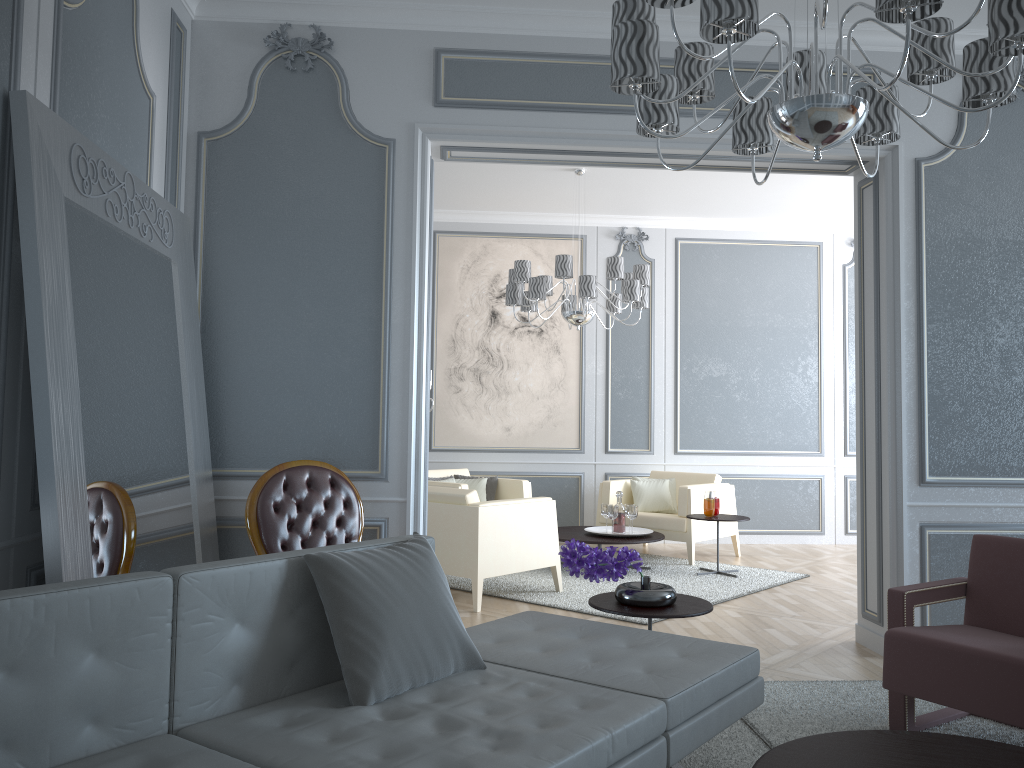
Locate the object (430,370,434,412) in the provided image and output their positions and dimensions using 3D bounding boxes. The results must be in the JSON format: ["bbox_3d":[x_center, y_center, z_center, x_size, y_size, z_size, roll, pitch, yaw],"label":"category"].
[{"bbox_3d":[-0.921,0.579,6.786,0.446,1.387,0.446,-2,-5,41],"label":"object"}]

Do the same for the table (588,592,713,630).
[{"bbox_3d":[0.461,0.924,2.964,0.414,0.385,0.414,2,-3,-16],"label":"table"}]

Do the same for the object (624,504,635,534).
[{"bbox_3d":[0.810,0.928,6.107,0.080,0.196,0.080,2,-4,-21],"label":"object"}]

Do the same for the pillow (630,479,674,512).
[{"bbox_3d":[1.077,0.861,6.827,0.312,0.245,0.163,1,-3,-10],"label":"pillow"}]

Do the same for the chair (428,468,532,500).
[{"bbox_3d":[-0.361,0.964,6.654,0.737,0.621,0.854,-2,-4,41],"label":"chair"}]

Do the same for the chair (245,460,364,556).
[{"bbox_3d":[-0.645,0.704,3.253,0.572,0.829,0.575,4,-4,-44],"label":"chair"}]

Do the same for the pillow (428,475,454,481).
[{"bbox_3d":[-0.519,0.830,6.647,0.184,0.276,0.351,-2,-4,42],"label":"pillow"}]

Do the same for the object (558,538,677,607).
[{"bbox_3d":[0.359,0.617,2.916,0.425,0.221,0.206,3,-4,-34],"label":"object"}]

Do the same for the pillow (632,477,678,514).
[{"bbox_3d":[1.113,0.866,6.907,0.351,0.276,0.184,1,-3,2],"label":"pillow"}]

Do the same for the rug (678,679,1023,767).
[{"bbox_3d":[0.855,1.075,1.798,2.018,0.010,3.201,1,-3,-4],"label":"rug"}]

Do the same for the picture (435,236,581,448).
[{"bbox_3d":[-0.027,-0.351,7.412,1.199,1.753,0.001,1,-4,-4],"label":"picture"}]

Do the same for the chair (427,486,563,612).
[{"bbox_3d":[-0.258,0.902,5.188,0.855,0.621,0.736,-2,-4,41],"label":"chair"}]

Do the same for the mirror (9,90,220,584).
[{"bbox_3d":[-1.177,0.201,2.836,0.251,1.794,1.399,1,-3,-4],"label":"mirror"}]

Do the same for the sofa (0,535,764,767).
[{"bbox_3d":[-0.265,0.721,1.832,0.810,0.668,2.202,-1,-3,36],"label":"sofa"}]

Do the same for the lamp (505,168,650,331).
[{"bbox_3d":[0.456,-0.925,6.116,0.976,1.121,0.975,2,-3,-16],"label":"lamp"}]

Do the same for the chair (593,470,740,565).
[{"bbox_3d":[1.178,0.992,6.761,0.855,0.621,0.736,-2,-4,41],"label":"chair"}]

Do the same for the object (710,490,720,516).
[{"bbox_3d":[1.362,0.803,5.977,0.075,0.166,0.075,4,-5,-45],"label":"object"}]

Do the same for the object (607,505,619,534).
[{"bbox_3d":[0.680,0.921,5.992,0.080,0.196,0.080,1,-3,-1],"label":"object"}]

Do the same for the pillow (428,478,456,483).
[{"bbox_3d":[-0.481,0.827,6.567,0.163,0.245,0.311,-1,-3,30],"label":"pillow"}]

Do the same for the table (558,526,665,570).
[{"bbox_3d":[0.602,1.145,6.090,0.882,0.239,0.881,1,-3,-7],"label":"table"}]

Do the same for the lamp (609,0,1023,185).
[{"bbox_3d":[0.736,-1.094,2.163,0.976,1.121,0.975,2,-3,-16],"label":"lamp"}]

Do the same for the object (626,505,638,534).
[{"bbox_3d":[0.817,0.924,6.023,0.080,0.196,0.080,2,-4,-21],"label":"object"}]

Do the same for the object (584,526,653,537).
[{"bbox_3d":[0.728,1.011,6.050,0.468,0.028,0.467,0,-3,9],"label":"object"}]

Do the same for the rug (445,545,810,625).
[{"bbox_3d":[0.564,1.246,5.783,1.999,0.010,1.999,-1,-3,41],"label":"rug"}]

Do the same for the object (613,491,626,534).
[{"bbox_3d":[0.734,0.878,6.070,0.086,0.290,0.086,0,-4,17],"label":"object"}]

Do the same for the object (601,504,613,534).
[{"bbox_3d":[0.650,0.924,6.086,0.080,0.196,0.080,2,-4,-21],"label":"object"}]

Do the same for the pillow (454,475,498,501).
[{"bbox_3d":[-0.295,0.840,6.805,0.351,0.276,0.184,0,-3,12],"label":"pillow"}]

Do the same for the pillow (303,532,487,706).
[{"bbox_3d":[-0.273,0.561,2.125,0.253,0.354,0.422,-1,-4,33],"label":"pillow"}]

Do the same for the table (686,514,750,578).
[{"bbox_3d":[1.366,1.074,5.880,0.414,0.385,0.414,-2,-4,43],"label":"table"}]

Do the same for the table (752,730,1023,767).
[{"bbox_3d":[0.927,0.960,1.766,0.882,0.239,0.881,0,-3,13],"label":"table"}]

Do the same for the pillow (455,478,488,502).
[{"bbox_3d":[-0.344,0.836,6.732,0.312,0.245,0.163,1,-3,0],"label":"pillow"}]

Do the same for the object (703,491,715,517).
[{"bbox_3d":[1.313,0.799,5.905,0.075,0.166,0.075,2,-3,-15],"label":"object"}]

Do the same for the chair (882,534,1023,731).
[{"bbox_3d":[1.524,0.814,2.751,0.606,0.621,0.576,3,-4,-34],"label":"chair"}]
